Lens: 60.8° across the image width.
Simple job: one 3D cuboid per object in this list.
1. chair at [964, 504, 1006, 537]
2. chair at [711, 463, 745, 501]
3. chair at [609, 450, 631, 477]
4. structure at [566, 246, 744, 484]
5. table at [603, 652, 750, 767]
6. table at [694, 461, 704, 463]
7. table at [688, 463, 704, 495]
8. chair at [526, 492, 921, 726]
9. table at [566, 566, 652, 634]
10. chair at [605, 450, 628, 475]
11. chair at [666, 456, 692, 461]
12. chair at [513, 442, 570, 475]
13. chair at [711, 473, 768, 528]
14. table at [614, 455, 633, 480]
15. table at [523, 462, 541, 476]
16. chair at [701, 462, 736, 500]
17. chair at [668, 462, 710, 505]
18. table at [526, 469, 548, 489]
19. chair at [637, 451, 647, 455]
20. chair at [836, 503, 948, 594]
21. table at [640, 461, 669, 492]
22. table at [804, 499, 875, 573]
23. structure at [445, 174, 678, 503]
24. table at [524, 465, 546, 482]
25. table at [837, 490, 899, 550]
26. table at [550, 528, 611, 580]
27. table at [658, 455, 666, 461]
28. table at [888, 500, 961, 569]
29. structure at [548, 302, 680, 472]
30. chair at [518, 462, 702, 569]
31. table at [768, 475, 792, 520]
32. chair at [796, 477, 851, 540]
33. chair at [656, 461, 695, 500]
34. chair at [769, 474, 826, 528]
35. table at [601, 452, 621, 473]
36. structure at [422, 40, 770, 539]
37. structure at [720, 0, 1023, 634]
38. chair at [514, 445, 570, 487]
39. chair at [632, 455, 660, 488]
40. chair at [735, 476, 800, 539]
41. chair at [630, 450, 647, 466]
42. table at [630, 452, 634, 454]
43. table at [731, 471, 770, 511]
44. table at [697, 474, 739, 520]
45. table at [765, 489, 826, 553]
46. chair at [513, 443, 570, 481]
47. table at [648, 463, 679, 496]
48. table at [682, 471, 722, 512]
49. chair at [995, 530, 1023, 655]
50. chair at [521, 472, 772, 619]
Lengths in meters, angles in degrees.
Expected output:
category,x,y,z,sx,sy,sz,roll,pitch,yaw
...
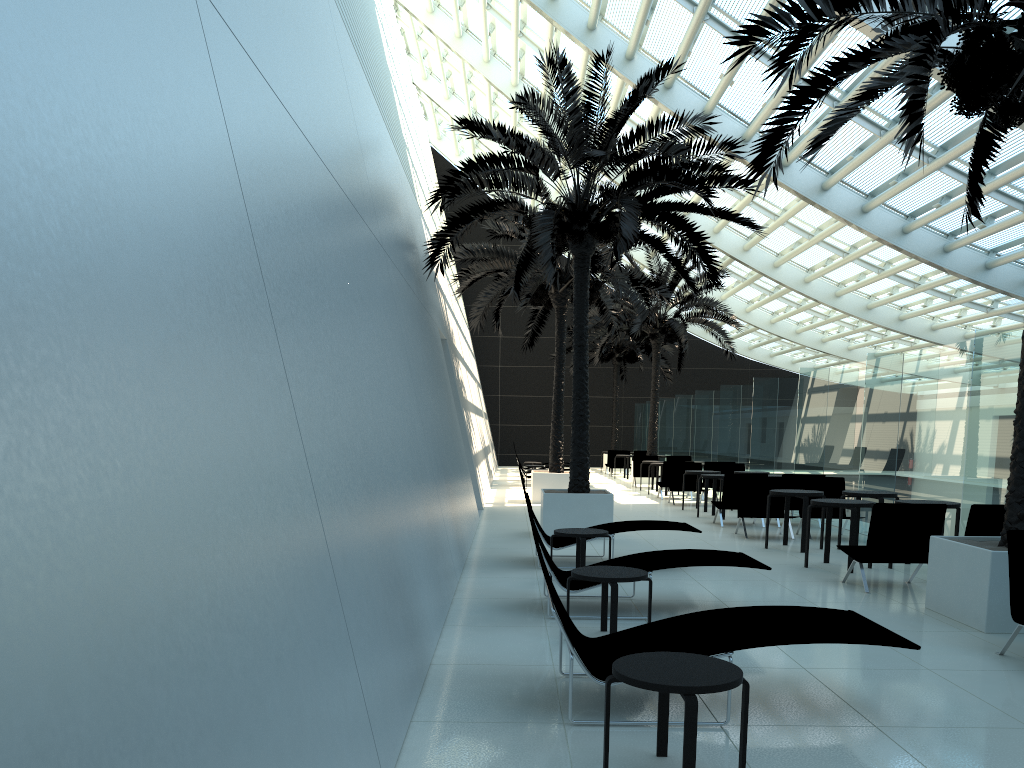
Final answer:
category,x,y,z,sx,sy,sz,roll,pitch,yaw
chair,4.722,1.617,8.797,0.716,0.897,0.879,1,2,0
chair,4.691,2.137,18.524,0.716,0.897,0.879,1,2,0
chair,3.739,2.728,29.781,0.716,0.897,0.879,1,2,0
structure,4.214,-0.533,25.892,4.823,7.101,4.387,0,4,-7
table,0.710,1.487,3.802,0.551,0.523,0.551,2,3,43
table,4.713,2.424,22.831,0.676,0.789,0.676,3,4,38
table,4.707,2.348,21.401,0.675,0.789,0.676,3,4,43
chair,1.095,1.225,4.922,2.036,1.171,0.912,1,3,0
table,0.706,1.624,6.371,0.551,0.523,0.551,2,3,43
chair,3.751,2.818,31.477,0.716,0.897,0.879,1,2,0
chair,4.682,2.435,24.100,0.716,0.897,0.879,1,2,0
chair,1.053,2.536,29.455,2.036,1.171,0.912,1,3,0
chair,3.780,1.915,14.581,0.716,0.897,0.879,1,2,0
table,3.734,2.715,28.487,0.676,0.789,0.676,3,4,38
table,0.668,2.798,28.335,0.551,0.523,0.551,2,3,43
chair,4.703,2.228,20.219,0.716,0.897,0.879,1,2,0
chair,3.759,2.126,18.521,0.716,0.897,0.879,1,2,0
table,0.677,2.520,23.117,0.551,0.523,0.551,2,2,38
chair,4.672,2.739,29.784,0.716,0.897,0.879,1,2,0
chair,3.790,1.606,8.794,0.716,0.897,0.879,1,2,0
table,3.744,2.412,22.828,0.676,0.789,0.676,3,4,38
table,3.757,1.725,9.976,0.675,0.789,0.676,3,4,43
structure,0.867,-0.907,18.474,4.267,6.973,4.598,4,5,33
table,0.673,2.657,25.686,0.551,0.523,0.551,2,3,43
table,4.733,1.823,11.594,0.676,0.789,0.676,3,4,38
table,0.701,1.762,8.939,0.551,0.523,0.551,2,3,43
table,4.704,2.727,28.491,0.676,0.789,0.676,3,4,38
table,4.726,1.737,9.979,0.675,0.789,0.676,3,4,43
structure,4.226,-0.098,34.027,4.452,7.099,4.756,-1,4,-22
chair,1.086,1.500,10.060,2.036,1.171,0.912,1,3,0
table,4.716,2.046,15.766,0.675,0.789,0.676,3,4,43
chair,4.701,1.835,12.876,0.716,0.897,0.879,1,2,0
chair,3.770,2.216,20.216,0.716,0.897,0.879,1,2,0
chair,4.712,1.927,14.584,0.716,0.897,0.879,1,2,0
table,3.718,2.938,32.659,0.677,0.789,0.675,-2,4,-43
structure,1.082,-1.195,12.485,4.637,6.912,4.230,-1,5,-21
structure,4.252,-1.555,6.772,4.812,7.101,4.398,2,5,18
chair,1.062,2.257,24.237,2.036,1.171,0.912,1,3,0
chair,3.749,2.424,24.097,0.716,0.897,0.879,1,2,0
chair,3.768,1.824,12.873,0.716,0.897,0.879,1,2,0
chair,4.683,2.830,31.480,0.716,0.897,0.879,1,2,0
table,4.687,2.950,32.662,0.677,0.789,0.675,-2,4,-43
table,4.723,2.125,17.230,0.676,0.789,0.676,3,4,38
table,3.747,2.034,15.763,0.675,0.789,0.676,3,4,43
table,3.763,1.812,11.591,0.676,0.789,0.676,3,4,38
chair,1.057,2.395,26.806,2.036,1.171,0.912,1,3,0
table,3.737,2.336,21.398,0.675,0.789,0.676,3,4,43
table,3.753,2.113,17.227,0.676,0.789,0.676,3,4,38
chair,3.781,1.439,5.672,0.716,0.897,0.879,1,2,0
chair,1.090,1.362,7.491,2.036,1.171,0.912,1,3,0
